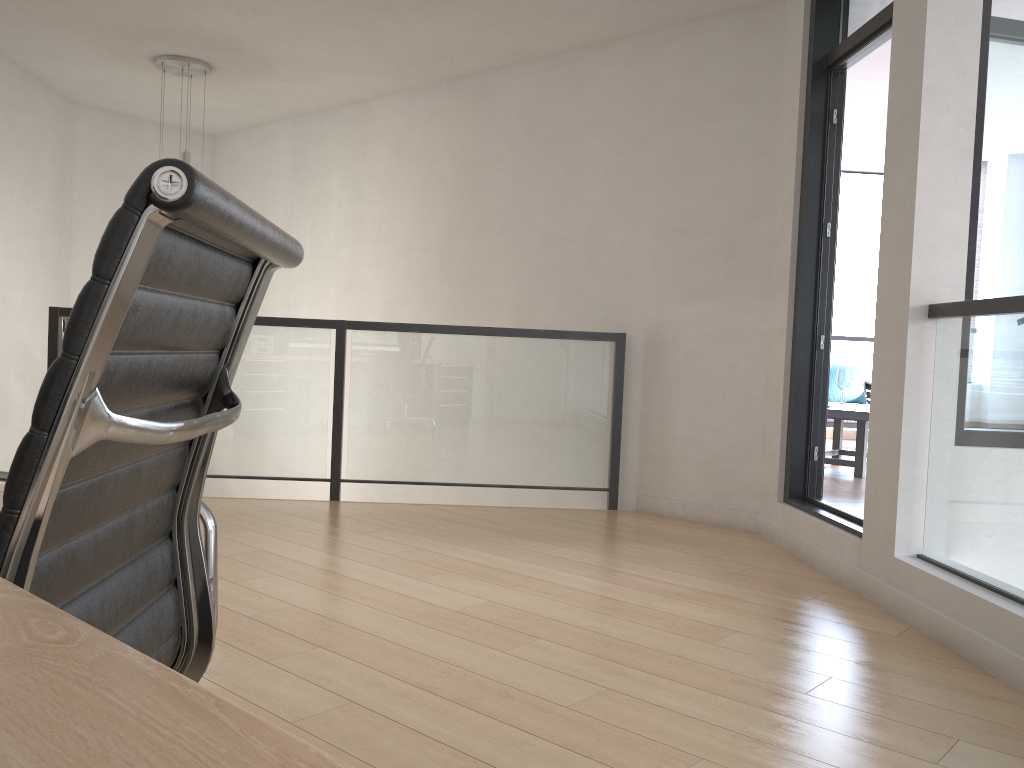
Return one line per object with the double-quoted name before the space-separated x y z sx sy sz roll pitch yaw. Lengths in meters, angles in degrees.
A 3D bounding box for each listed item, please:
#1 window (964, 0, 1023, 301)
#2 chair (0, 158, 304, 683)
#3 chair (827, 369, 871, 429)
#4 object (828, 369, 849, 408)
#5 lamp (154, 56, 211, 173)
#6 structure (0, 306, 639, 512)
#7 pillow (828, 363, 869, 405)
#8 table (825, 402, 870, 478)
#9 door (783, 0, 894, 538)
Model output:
"window" 4.114 -0.875 3.406 5.002 2.402 0.170 2 2 -4
"chair" -0.567 0.312 0.836 0.699 0.991 0.664 3 2 2
"chair" 3.210 0.219 8.643 0.797 0.765 0.807 2 2 -4
"object" 2.325 0.028 6.499 0.337 0.284 0.203 3 2 2
"lamp" -2.250 -1.288 5.987 0.359 6.725 0.359 2 2 -12
"structure" -1.509 1.746 6.277 4.190 4.339 2.823 2 2 -4
"pillow" 3.218 -0.004 8.734 0.510 0.426 0.316 2 2 -6
"table" 2.524 0.406 6.634 0.710 0.473 1.260 4 3 41
"door" 1.861 -0.640 3.841 0.924 2.500 0.905 2 2 -4
